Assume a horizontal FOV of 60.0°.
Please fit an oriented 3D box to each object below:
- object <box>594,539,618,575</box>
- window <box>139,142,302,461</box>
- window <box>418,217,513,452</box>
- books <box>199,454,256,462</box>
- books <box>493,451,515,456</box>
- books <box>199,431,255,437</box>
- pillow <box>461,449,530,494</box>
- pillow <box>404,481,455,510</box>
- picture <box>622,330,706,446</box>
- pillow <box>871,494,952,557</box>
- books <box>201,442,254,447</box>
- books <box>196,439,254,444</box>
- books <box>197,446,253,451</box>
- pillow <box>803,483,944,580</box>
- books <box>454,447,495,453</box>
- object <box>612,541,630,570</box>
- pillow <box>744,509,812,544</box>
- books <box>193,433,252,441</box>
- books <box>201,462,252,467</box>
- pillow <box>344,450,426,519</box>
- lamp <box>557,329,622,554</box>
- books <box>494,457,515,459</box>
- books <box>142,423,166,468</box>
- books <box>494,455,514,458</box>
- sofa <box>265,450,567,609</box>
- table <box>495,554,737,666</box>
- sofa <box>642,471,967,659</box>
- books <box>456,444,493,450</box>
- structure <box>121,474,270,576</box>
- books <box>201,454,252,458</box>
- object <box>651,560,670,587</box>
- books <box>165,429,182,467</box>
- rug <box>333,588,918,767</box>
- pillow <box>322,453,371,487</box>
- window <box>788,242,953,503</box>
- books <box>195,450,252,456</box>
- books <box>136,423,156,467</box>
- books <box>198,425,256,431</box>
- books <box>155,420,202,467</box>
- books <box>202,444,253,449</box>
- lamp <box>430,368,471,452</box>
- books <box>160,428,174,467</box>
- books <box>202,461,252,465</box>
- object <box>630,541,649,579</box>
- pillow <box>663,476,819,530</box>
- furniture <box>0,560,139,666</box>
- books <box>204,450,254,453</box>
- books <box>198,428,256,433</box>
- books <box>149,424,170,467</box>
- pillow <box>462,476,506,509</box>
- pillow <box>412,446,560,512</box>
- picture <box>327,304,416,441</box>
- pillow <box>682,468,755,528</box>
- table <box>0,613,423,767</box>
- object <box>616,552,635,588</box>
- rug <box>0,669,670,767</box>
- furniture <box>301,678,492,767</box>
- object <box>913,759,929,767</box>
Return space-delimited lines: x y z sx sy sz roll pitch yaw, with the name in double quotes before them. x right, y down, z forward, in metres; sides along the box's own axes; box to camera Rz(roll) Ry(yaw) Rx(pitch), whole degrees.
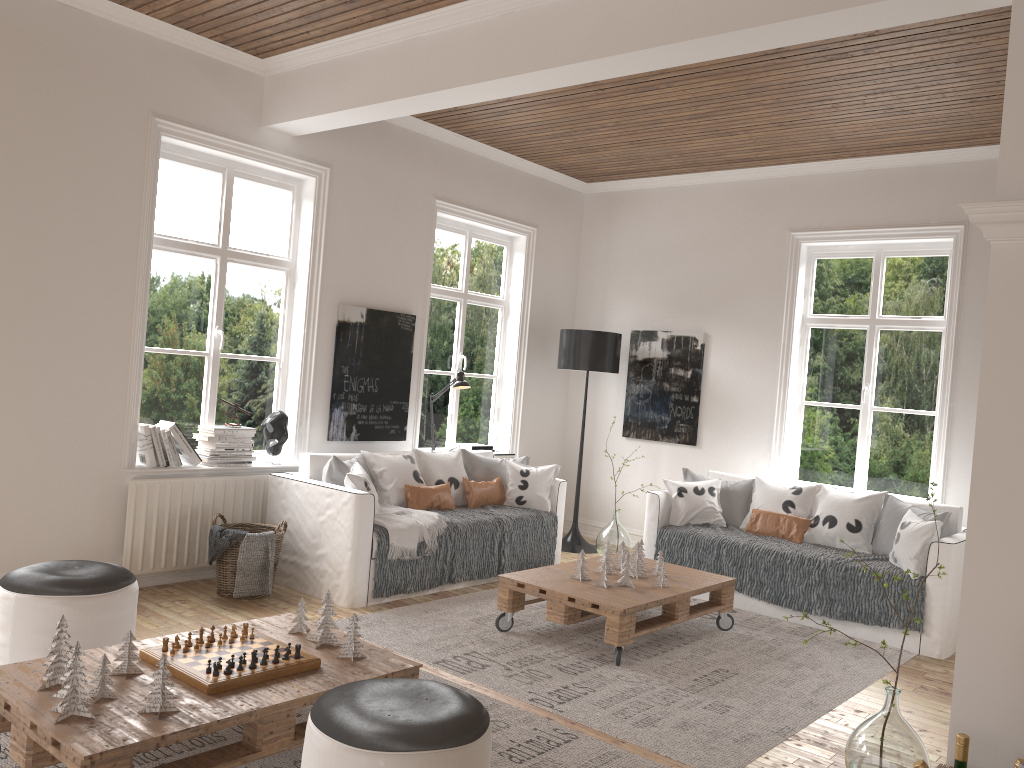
"object" 0.525 0.950 4.905 0.112 0.193 0.106 5 1 -22
"window" -1.783 -0.429 5.413 0.120 1.872 1.055 5 1 40
"window" -0.394 -0.329 7.074 0.120 1.872 1.055 5 1 40
"books" -1.746 0.449 5.382 0.176 0.025 0.331 5 1 40
"books" -0.131 0.570 7.293 0.202 0.012 0.251 5 1 41
"books" -1.731 0.301 5.382 0.174 0.021 0.273 5 1 40
"pillow" -0.140 0.696 6.395 0.546 0.437 0.292 5 1 -17
"pillow" -0.530 0.755 5.771 0.116 0.220 0.414 5 1 41
"picture" 1.242 0.019 7.296 0.680 0.908 0.041 5 1 40
"pillow" 2.419 0.916 5.347 0.292 0.437 0.546 5 1 -17
"books" -1.731 0.363 5.394 0.167 0.017 0.263 5 1 40
"books" -1.745 0.345 5.396 0.182 0.016 0.288 5 1 40
"books" -1.742 0.390 5.379 0.159 0.012 0.285 5 1 40
"pillow" 2.230 0.890 5.408 0.403 0.450 1.081 4 1 -26
"books" -0.301 0.525 7.084 0.212 0.023 0.258 5 1 40
"object" 0.629 0.971 5.044 0.090 0.164 0.095 4 1 -43
"pillow" 1.727 0.931 5.780 0.420 0.179 0.127 5 1 42
"books" -1.758 0.323 5.377 0.180 0.028 0.296 5 1 40
"books" -1.736 0.482 5.388 0.161 0.012 0.254 5 1 40
"pillow" -0.820 0.646 5.504 0.417 0.414 1.020 5 1 22
"lamp" 0.570 0.452 7.204 0.499 1.754 0.499 5 1 37
"books" -0.126 0.598 7.290 0.187 0.014 0.253 5 1 40
"books" -2.042 0.346 5.015 0.172 0.235 0.112 5 1 40
"books" -0.128 0.584 7.287 0.187 0.014 0.248 5 1 38
"sofa" -0.556 0.861 5.862 0.866 0.776 1.960 5 1 40
"table" 0.585 1.202 4.849 0.821 0.300 1.189 5 1 40
"sofa" 1.900 1.064 5.755 1.960 0.776 0.866 5 1 40
"books" -0.302 0.500 7.075 0.190 0.028 0.239 5 1 42
"structure" -1.734 0.951 5.288 0.095 0.829 1.223 5 1 40
"books" -1.736 0.431 5.392 0.161 0.013 0.254 5 1 40
"object" 0.793 0.999 4.688 0.073 0.142 0.072 4 1 -42
"books" -1.980 0.362 5.093 0.161 0.213 0.118 5 1 40
"rug" 0.675 1.360 4.771 2.254 0.003 2.474 5 1 40
"pillow" -1.007 0.631 5.411 0.282 0.431 0.541 5 1 14
"window" 2.577 -0.079 6.422 1.055 1.872 0.120 5 1 40
"books" -1.758 0.416 5.388 0.182 0.016 0.288 5 1 40
"books" -2.078 0.341 4.989 0.172 0.239 0.093 5 1 40
"books" -1.724 0.267 5.369 0.182 0.016 0.288 5 1 40
"books" -1.937 0.344 5.148 0.176 0.255 0.226 5 1 40
"books" -1.730 0.379 5.383 0.161 0.012 0.254 5 1 40
"lamp" -0.490 0.228 6.661 0.439 0.703 0.196 5 1 40
"books" -2.008 0.357 5.067 0.161 0.218 0.101 5 1 40
"books" -1.742 0.469 5.374 0.159 0.012 0.285 5 1 40
"object" 0.690 0.962 4.881 0.113 0.195 0.107 4 1 -43
"pillow" 1.532 0.835 6.029 1.020 0.414 0.417 5 1 22
"furniture" -1.785 0.954 3.552 0.518 0.430 0.518 4 1 -29
"books" -1.723 0.404 5.390 0.161 0.013 0.256 5 1 40
"books" -1.730 0.282 5.381 0.182 0.016 0.288 5 1 40
"books" -2.023 0.349 5.041 0.152 0.232 0.104 5 1 40
"pillow" -0.185 0.756 6.143 0.117 0.235 0.414 5 1 39
"pillow" -0.200 0.683 6.204 1.081 0.450 0.403 4 1 -26
"picture" -0.960 -0.059 6.140 0.041 0.908 0.680 5 1 40
"pillow" 1.440 0.825 6.216 0.541 0.431 0.282 5 1 14
"table" -1.001 1.088 2.935 0.821 0.300 1.189 5 1 40
"object" 0.601 0.966 4.652 0.097 0.178 0.103 5 0 3
"rug" -0.959 1.243 2.817 2.254 0.003 2.474 5 1 40
"furniture" -0.321 1.084 2.457 0.518 0.430 0.518 5 1 43
"object" 1.275 1.253 2.505 0.284 0.332 0.095 5 1 19
